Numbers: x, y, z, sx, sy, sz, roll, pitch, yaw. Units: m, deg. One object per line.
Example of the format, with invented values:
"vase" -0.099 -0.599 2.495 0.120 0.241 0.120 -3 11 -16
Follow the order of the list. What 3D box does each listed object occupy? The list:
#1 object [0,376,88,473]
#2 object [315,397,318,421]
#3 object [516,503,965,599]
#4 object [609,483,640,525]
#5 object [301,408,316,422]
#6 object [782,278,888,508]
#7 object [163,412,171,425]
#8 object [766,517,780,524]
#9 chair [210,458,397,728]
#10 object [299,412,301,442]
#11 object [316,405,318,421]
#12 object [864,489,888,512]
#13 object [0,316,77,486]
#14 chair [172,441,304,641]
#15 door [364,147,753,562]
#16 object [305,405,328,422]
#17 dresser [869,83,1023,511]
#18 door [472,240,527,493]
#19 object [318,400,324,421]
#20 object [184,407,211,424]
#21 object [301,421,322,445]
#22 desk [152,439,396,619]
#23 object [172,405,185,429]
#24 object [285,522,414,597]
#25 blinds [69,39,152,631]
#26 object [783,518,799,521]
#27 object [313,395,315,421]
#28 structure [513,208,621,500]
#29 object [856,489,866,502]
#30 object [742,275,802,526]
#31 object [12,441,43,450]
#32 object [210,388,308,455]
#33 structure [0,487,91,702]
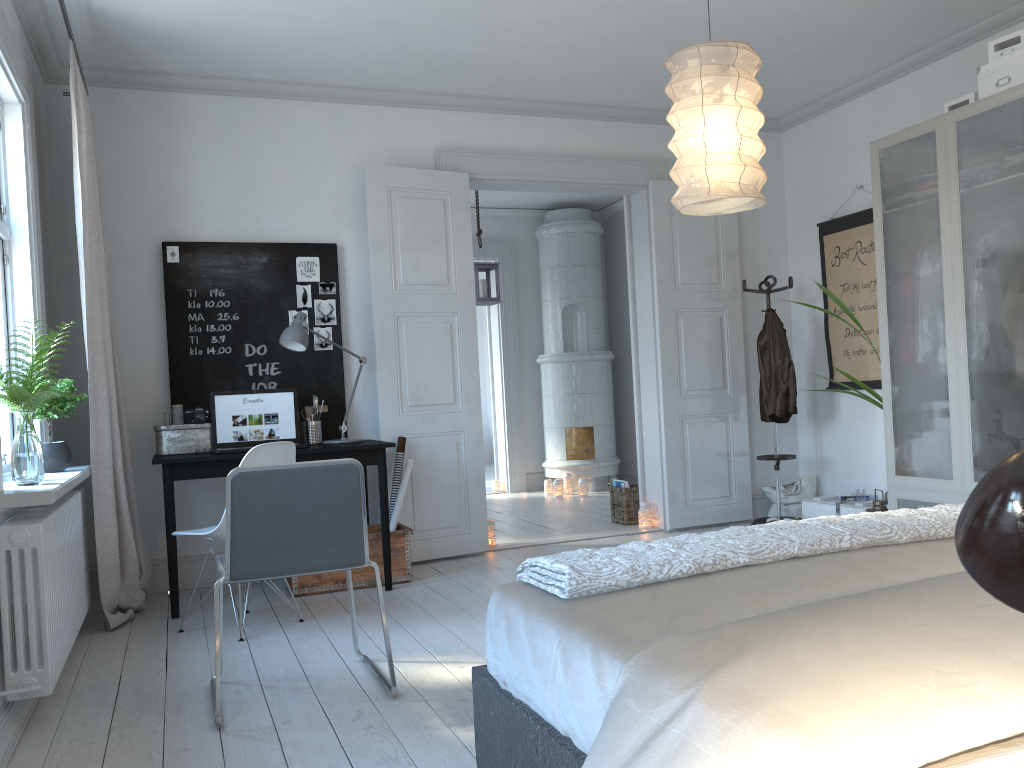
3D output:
"object" -1.946 0.167 3.706 0.272 0.407 0.309 -3 0 29
"object" -1.091 0.199 4.920 0.012 0.264 0.062 -3 0 21
"object" 0.730 0.399 2.261 1.459 0.104 0.405 -3 -1 -21
"object" 0.887 0.872 6.466 0.270 0.265 0.224 -3 0 -21
"object" -1.122 0.231 4.904 0.081 0.198 0.050 -3 0 4
"object" 2.090 0.144 5.024 1.044 1.554 0.289 -3 0 9
"object" -1.812 0.182 4.658 0.040 0.069 0.040 -3 0 -33
"object" 1.647 0.891 5.626 0.099 0.126 0.272 -3 -1 12
"chair" -0.745 0.651 3.019 0.562 0.797 0.525 -3 0 -21
"object" -1.217 0.252 4.932 0.079 0.188 0.079 -3 0 -42
"object" -1.084 0.220 4.913 0.009 0.222 0.082 -3 0 8
"object" 2.008 0.752 4.836 0.132 0.351 0.137 -3 0 2
"object" -1.689 0.067 3.035 0.414 0.564 0.305 -3 0 13
"chair" -1.210 0.674 3.966 0.554 0.824 0.474 -3 0 34
"door" 0.321 -0.225 5.851 2.598 2.505 0.578 -3 0 -21
"object" -1.085 0.226 4.964 0.138 0.209 0.034 -3 0 -41
"dresser" 2.442 -0.205 4.033 0.630 2.163 1.432 -3 0 -21
"door" -0.752 -0.133 8.668 2.598 2.505 0.578 -3 0 -21
"object" -1.072 0.210 4.912 0.084 0.240 0.009 -3 0 -44
"object" -1.625 0.162 4.586 0.137 0.087 0.073 -3 0 -21
"object" -1.106 0.270 4.897 0.108 0.128 0.108 -3 0 -6
"desk" -1.232 0.717 4.641 1.159 0.759 0.651 -3 0 -21
"object" -1.737 0.173 4.615 0.056 0.130 0.167 -3 0 -22
"object" -0.886 0.938 4.770 0.664 0.282 0.339 -3 0 -21
"blinds" -1.946 -0.197 4.315 0.224 2.647 0.831 -3 0 -21
"object" 1.782 0.883 5.527 0.099 0.126 0.272 -3 0 42
"object" -1.095 0.196 4.918 0.008 0.267 0.060 -3 0 -4
"structure" 0.540 -0.283 8.582 0.801 2.828 1.247 -3 0 24
"object" 2.117 0.682 5.378 0.060 0.081 0.060 -3 0 34
"object" 1.745 0.121 5.915 0.374 1.658 0.374 -3 0 -13
"object" -1.748 0.281 3.206 0.097 0.146 0.097 -3 0 -15
"object" -1.297 0.183 4.532 0.445 0.315 0.325 -3 0 -21
"structure" -1.801 0.733 3.407 0.195 0.547 1.506 -3 -1 -21
